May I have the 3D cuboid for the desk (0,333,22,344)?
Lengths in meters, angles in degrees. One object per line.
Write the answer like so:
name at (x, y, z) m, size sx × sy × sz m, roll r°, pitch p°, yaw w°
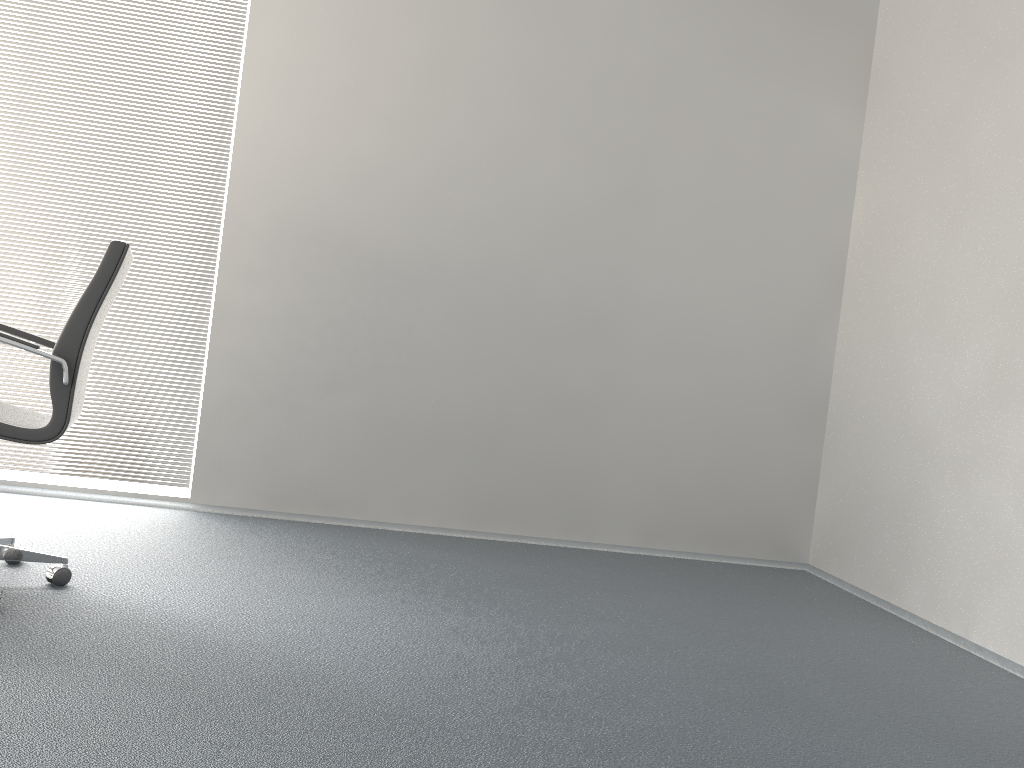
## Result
desk at (-2.179, -0.272, 2.497) m, size 0.967 × 1.566 × 1.469 m, roll 7°, pitch 0°, yaw -8°

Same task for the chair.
chair at (-1.539, 0.067, 2.625) m, size 0.652 × 1.048 × 0.584 m, roll 7°, pitch 0°, yaw -22°

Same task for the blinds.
blinds at (-2.323, -0.999, 4.074) m, size 1.950 × 2.770 × 0.022 m, roll 7°, pitch 0°, yaw -8°
